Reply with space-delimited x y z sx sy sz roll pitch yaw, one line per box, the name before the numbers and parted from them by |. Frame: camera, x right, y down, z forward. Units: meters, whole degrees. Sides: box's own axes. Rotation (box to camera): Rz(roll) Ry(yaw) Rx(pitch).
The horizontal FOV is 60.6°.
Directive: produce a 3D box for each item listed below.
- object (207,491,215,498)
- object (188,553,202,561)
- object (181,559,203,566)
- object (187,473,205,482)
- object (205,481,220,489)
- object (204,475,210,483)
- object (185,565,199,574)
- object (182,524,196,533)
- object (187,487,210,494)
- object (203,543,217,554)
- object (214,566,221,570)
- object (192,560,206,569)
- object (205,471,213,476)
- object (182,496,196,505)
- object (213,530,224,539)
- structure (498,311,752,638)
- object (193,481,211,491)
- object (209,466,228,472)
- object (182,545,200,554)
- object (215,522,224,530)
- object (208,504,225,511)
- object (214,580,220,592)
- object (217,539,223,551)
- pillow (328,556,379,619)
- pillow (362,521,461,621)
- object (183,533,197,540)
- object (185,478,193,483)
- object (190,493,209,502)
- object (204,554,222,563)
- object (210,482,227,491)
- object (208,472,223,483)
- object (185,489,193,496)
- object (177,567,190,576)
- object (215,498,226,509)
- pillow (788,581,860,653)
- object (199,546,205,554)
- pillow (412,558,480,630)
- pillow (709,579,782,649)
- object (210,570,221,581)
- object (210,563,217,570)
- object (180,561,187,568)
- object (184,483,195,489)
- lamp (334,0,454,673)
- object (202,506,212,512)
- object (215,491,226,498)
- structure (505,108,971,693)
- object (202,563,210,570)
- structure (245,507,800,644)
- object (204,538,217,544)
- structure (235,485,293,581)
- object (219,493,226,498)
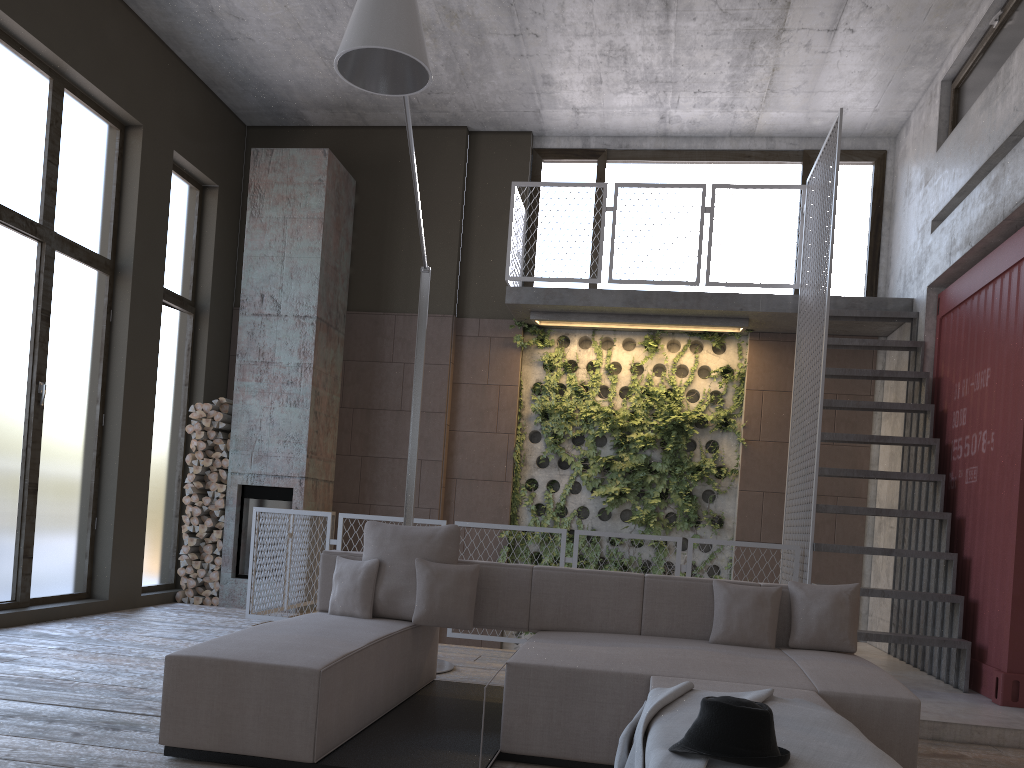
object | -2.953 1.129 8.886 0.067 0.066 0.428 3 -9 10
object | -3.135 1.754 8.925 0.114 0.079 0.441 3 -9 10
object | -3.178 1.791 8.820 0.071 0.072 0.428 3 -9 10
object | -3.133 0.963 8.898 0.090 0.088 0.461 3 -9 11
object | -2.982 1.037 8.925 0.101 0.086 0.367 3 -8 10
object | -3.030 0.983 8.967 0.103 0.101 0.295 3 -8 10
object | -3.161 1.879 8.922 0.090 0.088 0.461 3 -9 10
object | -3.221 1.472 8.943 0.079 0.106 0.442 3 -8 9
object | -3.128 1.080 8.824 0.071 0.072 0.428 3 -9 10
object | -2.987 1.651 8.813 0.098 0.106 0.298 3 -8 8
object | -2.891 1.832 8.755 0.063 0.047 0.253 3 -9 8
object | -3.078 1.826 8.891 0.093 0.083 0.486 3 -9 10
object | -2.991 0.910 8.883 0.064 0.073 0.364 3 -9 11
object | -3.200 1.192 8.935 0.091 0.091 0.443 3 -9 10
object | -2.857 1.516 8.862 0.093 0.083 0.486 3 -9 10
structure | 1.160 0.981 8.861 2.624 3.800 1.010 4 -1 9
object | -3.085 1.043 8.929 0.114 0.079 0.441 3 -9 10
object | -2.932 0.870 8.849 0.089 0.056 0.336 3 -9 10
object | -3.183 1.674 8.894 0.090 0.088 0.461 3 -9 11
object | -2.855 1.440 8.888 0.114 0.079 0.440 3 -9 8
object | -2.925 1.252 8.863 0.121 0.067 0.368 3 -9 10
object | -2.878 2.022 8.822 0.064 0.124 0.368 4 -8 11
object | -2.850 1.622 8.825 0.064 0.124 0.368 4 -8 11
pillow | -0.892 1.153 4.913 0.368 0.374 0.152 0 -4 42
pillow | -0.588 1.044 4.900 0.562 0.554 0.222 3 -2 11
object | -3.239 1.574 8.955 0.070 0.117 0.369 4 -8 9
object | -3.189 0.984 8.936 0.067 0.070 0.428 3 -9 10
object | -3.111 1.167 8.927 0.090 0.088 0.461 3 -9 10
object | -2.960 1.763 8.883 0.092 0.092 0.443 3 -9 10
object | -2.910 1.052 8.887 0.092 0.092 0.443 3 -9 10
object | -2.937 0.940 8.817 0.098 0.106 0.298 3 -8 8
object | -3.177 1.123 8.916 0.066 0.084 0.430 3 -9 12
object | -3.250 1.903 8.931 0.091 0.091 0.443 3 -9 10
object | -2.854 1.195 8.761 0.100 0.102 0.296 3 -8 8
pillow | 1.630 1.213 4.595 0.361 0.364 0.189 3 -2 14
object | -3.080 1.694 8.963 0.103 0.101 0.295 3 -8 10
pillow | -0.356 1.141 4.757 0.378 0.370 0.169 6 -2 -18
pillow | 1.236 1.228 4.634 0.370 0.357 0.188 3 -2 8
object | -2.904 1.906 8.756 0.100 0.102 0.296 3 -8 8
object | -2.923 1.842 8.869 0.067 0.066 0.428 3 -9 10
object | -3.227 1.834 8.912 0.066 0.084 0.430 3 -9 12
object | -3.188 1.048 8.907 0.122 0.067 0.368 3 -9 8
lamp | -0.595 0.079 5.088 0.756 3.402 2.647 4 -4 -3
object | -3.025 1.261 8.883 0.064 0.073 0.364 4 -9 8
object | -2.873 1.130 8.873 0.067 0.066 0.428 3 -9 10
structure | 1.613 0.256 7.670 3.678 4.290 3.063 3 -3 9
object | -3.003 1.840 8.882 0.067 0.066 0.428 3 -9 10
structure | 0.125 1.754 7.956 4.421 0.928 1.951 3 -7 9
object | -2.982 1.581 8.845 0.089 0.056 0.336 3 -9 10
structure | -2.423 1.477 8.678 0.575 0.923 0.057 4 0 9
object | -2.841 1.120 8.759 0.063 0.047 0.253 3 -9 8
